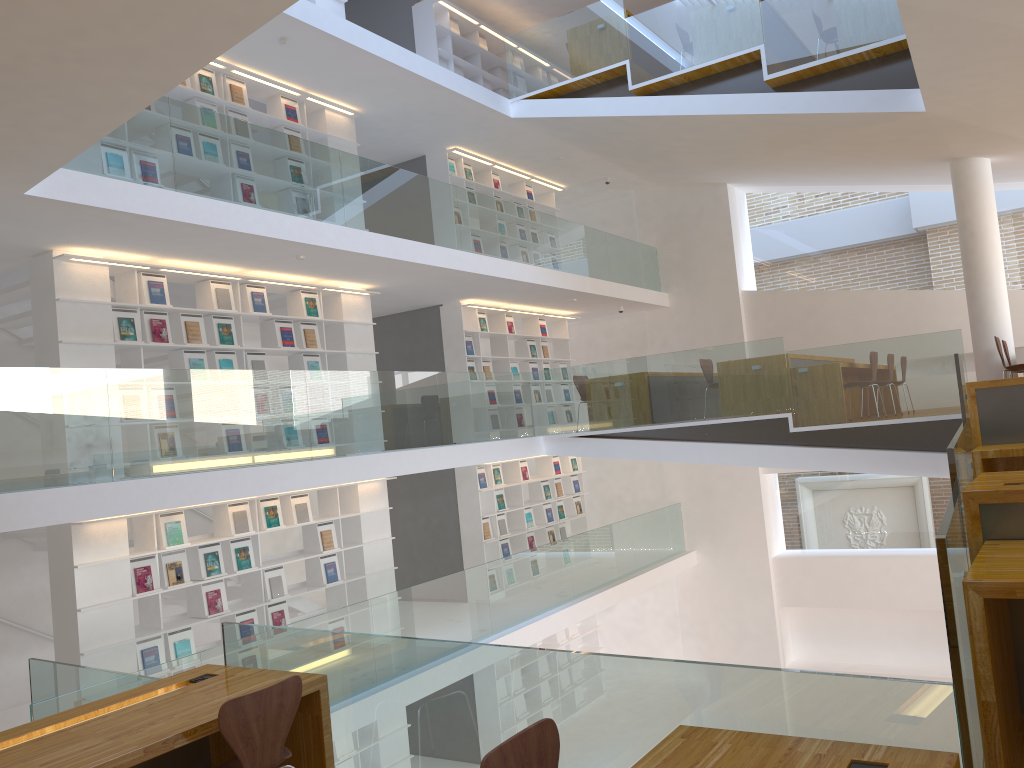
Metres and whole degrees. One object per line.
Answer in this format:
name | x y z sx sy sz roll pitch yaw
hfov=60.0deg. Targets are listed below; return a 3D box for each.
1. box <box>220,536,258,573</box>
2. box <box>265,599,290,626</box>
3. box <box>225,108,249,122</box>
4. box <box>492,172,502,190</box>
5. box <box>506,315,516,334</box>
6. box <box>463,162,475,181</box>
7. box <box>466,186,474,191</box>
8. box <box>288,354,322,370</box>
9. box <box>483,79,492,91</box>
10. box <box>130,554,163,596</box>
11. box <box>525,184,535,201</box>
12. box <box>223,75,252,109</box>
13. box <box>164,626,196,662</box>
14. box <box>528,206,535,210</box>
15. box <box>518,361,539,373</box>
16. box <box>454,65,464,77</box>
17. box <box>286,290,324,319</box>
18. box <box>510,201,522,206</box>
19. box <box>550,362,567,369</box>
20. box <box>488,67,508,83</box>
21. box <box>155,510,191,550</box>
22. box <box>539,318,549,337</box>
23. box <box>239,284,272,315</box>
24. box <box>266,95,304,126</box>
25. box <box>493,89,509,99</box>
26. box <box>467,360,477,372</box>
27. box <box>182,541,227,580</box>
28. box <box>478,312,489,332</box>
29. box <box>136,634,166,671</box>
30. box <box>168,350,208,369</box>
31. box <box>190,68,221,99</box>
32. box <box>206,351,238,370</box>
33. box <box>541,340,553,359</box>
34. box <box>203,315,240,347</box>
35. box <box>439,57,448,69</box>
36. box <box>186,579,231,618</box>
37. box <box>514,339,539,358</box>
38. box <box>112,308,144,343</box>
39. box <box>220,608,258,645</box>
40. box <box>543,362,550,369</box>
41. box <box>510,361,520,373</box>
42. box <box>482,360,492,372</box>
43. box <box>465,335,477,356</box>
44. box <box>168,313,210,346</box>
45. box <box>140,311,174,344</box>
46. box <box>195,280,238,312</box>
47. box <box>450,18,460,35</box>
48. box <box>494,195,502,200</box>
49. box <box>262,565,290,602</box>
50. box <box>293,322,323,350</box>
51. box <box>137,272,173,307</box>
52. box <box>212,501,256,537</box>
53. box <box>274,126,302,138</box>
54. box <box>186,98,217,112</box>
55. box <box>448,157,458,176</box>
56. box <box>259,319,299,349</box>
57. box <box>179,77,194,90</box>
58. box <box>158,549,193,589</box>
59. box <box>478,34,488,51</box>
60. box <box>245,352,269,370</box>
box | -2.540 1.571 8.162 0.274 0.296 0.245 -8 -4 32
box | -2.277 2.223 8.437 0.274 0.296 0.245 -8 -4 32
box | -2.732 -2.512 8.708 0.274 0.296 0.245 -8 -4 32
box | -0.304 -2.858 12.687 0.274 0.296 0.245 -8 -4 32
box | -0.107 -0.824 12.573 0.274 0.296 0.245 -8 -4 32
box | -0.671 -2.853 12.116 0.274 0.296 0.245 -8 -4 32
box | -0.639 -2.528 12.100 0.274 0.296 0.245 -8 -4 32
box | -2.120 -0.156 9.176 0.274 0.296 0.245 -8 -4 32
box | -0.425 -4.206 12.782 0.274 0.296 0.245 -8 -4 32
box | -3.083 1.575 7.313 0.274 0.296 0.245 -8 -4 32
box | 0.191 -2.861 13.464 0.274 0.296 0.245 -8 -4 32
box | -2.762 -2.840 8.729 0.274 0.296 0.245 -8 -4 32
box | -2.858 2.228 7.529 0.274 0.296 0.245 -8 -4 32
box | 0.222 -2.535 13.446 0.274 0.296 0.245 -8 -4 32
box | 0.256 -0.172 13.009 0.274 0.296 0.245 -8 -4 32
box | -0.801 -4.203 12.193 0.274 0.296 0.245 -8 -4 32
box | -2.158 -0.809 9.252 0.274 0.296 0.245 -8 -4 32
box | 0.031 -2.532 13.147 0.274 0.296 0.245 -8 -4 32
box | 0.734 -0.178 13.757 0.274 0.296 0.245 -8 -4 32
box | -0.167 -4.535 13.253 0.274 0.296 0.245 -8 -4 32
box | -2.950 1.248 7.588 0.274 0.296 0.245 -8 -4 32
box | 0.388 -0.827 13.351 0.274 0.296 0.245 -8 -4 32
box | -2.542 -0.806 8.653 0.274 0.296 0.245 -8 -4 32
box | -2.386 -2.843 9.318 0.274 0.296 0.245 -8 -4 32
box | -0.135 -4.209 13.235 0.274 0.296 0.245 -8 -4 32
box | -0.612 -0.164 11.651 0.274 0.296 0.245 -8 -4 32
box | -2.727 1.566 7.871 0.274 0.296 0.245 -8 -4 32
box | -0.474 -0.819 12.003 0.274 0.296 0.245 -8 -4 32
box | -3.017 2.230 7.280 0.274 0.296 0.245 -8 -4 32
box | -2.892 -0.149 7.969 0.274 0.296 0.245 -8 -4 32
box | -2.964 -2.838 8.414 0.274 0.296 0.245 -8 -4 32
box | -2.709 -0.150 8.254 0.274 0.296 0.245 -8 -4 32
box | 0.420 -0.501 13.332 0.274 0.296 0.245 -8 -4 32
box | -2.738 -0.477 8.277 0.274 0.296 0.245 -8 -4 32
box | -1.003 -4.201 11.877 0.274 0.296 0.245 -8 -4 32
box | -2.692 1.893 7.858 0.274 0.296 0.245 -8 -4 32
box | 0.225 -0.498 13.027 0.274 0.296 0.245 -8 -4 32
box | -3.281 -0.473 7.428 0.274 0.296 0.245 -8 -4 32
box | -2.479 2.225 8.121 0.274 0.296 0.245 -8 -4 32
box | 0.446 -0.174 13.306 0.274 0.296 0.245 -8 -4 32
box | -0.033 -0.170 12.556 0.274 0.296 0.245 -8 -4 32
box | -0.410 -0.166 11.967 0.274 0.296 0.245 -8 -4 32
box | -0.647 -0.491 11.664 0.274 0.296 0.245 -8 -4 32
box | -2.924 -0.475 7.986 0.274 0.296 0.245 -8 -4 32
box | -3.128 -0.472 7.691 0.274 0.296 0.245 -8 -4 32
box | -2.766 -0.804 8.301 0.274 0.296 0.245 -8 -4 32
box | -0.865 -4.855 12.228 0.274 0.296 0.245 -8 -4 32
box | -0.272 -2.530 12.673 0.274 0.296 0.245 -8 -4 32
box | -2.312 1.896 8.451 0.274 0.296 0.245 -8 -4 32
box | -2.153 -0.482 9.192 0.274 0.296 0.245 -8 -4 32
box | -3.149 -0.800 7.702 0.274 0.296 0.245 -8 -4 32
box | -2.568 1.245 8.186 0.274 0.296 0.245 -8 -4 32
box | -2.350 -2.516 9.306 0.274 0.296 0.245 -8 -4 32
box | -2.936 -2.511 8.390 0.274 0.296 0.245 -8 -4 32
box | -0.885 -2.851 11.782 0.274 0.296 0.245 -8 -4 32
box | -2.336 -0.483 8.906 0.274 0.296 0.245 -8 -4 32
box | -3.129 -2.836 8.156 0.274 0.296 0.245 -8 -4 32
box | -2.929 1.576 7.576 0.274 0.296 0.245 -8 -4 32
box | -0.498 -4.860 12.799 0.274 0.296 0.245 -8 -4 32
box | -2.510 -0.152 8.566 0.274 0.296 0.245 -8 -4 32
